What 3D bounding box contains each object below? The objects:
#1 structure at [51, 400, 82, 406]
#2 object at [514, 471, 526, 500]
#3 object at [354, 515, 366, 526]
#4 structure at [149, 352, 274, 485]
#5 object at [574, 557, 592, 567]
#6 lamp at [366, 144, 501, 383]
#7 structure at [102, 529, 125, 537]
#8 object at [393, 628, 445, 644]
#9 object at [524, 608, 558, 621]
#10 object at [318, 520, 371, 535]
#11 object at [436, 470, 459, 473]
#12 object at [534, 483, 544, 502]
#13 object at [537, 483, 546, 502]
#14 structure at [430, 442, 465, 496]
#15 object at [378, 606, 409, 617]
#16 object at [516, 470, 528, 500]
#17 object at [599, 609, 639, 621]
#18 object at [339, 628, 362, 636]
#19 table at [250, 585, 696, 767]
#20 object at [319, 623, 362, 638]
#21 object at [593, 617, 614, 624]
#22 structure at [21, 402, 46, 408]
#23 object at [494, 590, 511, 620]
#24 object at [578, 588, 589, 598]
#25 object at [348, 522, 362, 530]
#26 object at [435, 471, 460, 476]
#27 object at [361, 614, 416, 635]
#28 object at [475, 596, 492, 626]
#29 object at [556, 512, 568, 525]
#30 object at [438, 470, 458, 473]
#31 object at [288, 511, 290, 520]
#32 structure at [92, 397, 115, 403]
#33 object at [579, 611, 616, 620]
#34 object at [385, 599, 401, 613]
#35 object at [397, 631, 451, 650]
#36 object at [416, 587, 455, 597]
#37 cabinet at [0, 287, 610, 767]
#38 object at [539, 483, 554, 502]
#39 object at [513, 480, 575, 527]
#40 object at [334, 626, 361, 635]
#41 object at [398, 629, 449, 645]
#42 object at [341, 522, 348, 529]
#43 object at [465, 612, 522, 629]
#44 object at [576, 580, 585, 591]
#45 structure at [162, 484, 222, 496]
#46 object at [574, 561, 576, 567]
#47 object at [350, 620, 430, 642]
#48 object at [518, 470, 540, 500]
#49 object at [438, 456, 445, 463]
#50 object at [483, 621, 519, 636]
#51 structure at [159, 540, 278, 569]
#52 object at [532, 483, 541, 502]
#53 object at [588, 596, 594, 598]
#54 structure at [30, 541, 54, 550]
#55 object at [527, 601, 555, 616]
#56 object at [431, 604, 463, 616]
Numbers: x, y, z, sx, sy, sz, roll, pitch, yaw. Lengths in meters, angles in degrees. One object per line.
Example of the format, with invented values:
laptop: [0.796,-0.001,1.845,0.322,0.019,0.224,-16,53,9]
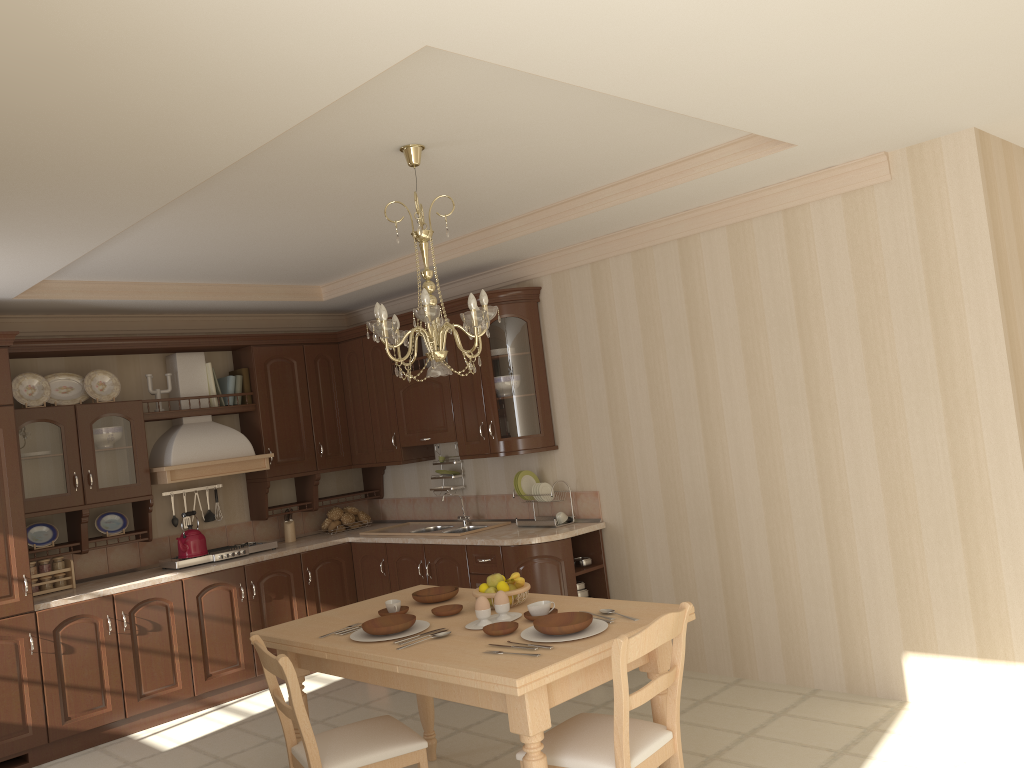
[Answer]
structure: [-2.722,0.076,5.408,0.154,0.126,0.080,-5,-3,-45]
object: [0.083,0.639,5.592,0.193,0.188,0.047,-5,-3,-44]
object: [-1.173,1.039,6.735,0.125,0.100,0.091,-9,-3,40]
structure: [-2.072,0.200,5.900,0.753,0.845,0.455,-5,-3,-45]
object: [0.422,1.067,5.317,0.084,0.045,0.120,-6,-3,-34]
lamp: [-0.337,-0.511,3.416,0.502,0.982,0.501,-8,-2,15]
structure: [-2.483,0.880,5.516,0.110,0.126,0.080,-5,-3,-45]
object: [-0.334,0.908,3.205,0.221,0.008,0.023,-5,-3,-40]
object: [0.106,0.846,3.241,0.127,0.026,0.126,-9,-3,36]
object: [-1.244,1.069,6.632,0.364,0.060,0.199,-5,-3,-45]
object: [-0.448,0.614,6.181,0.167,0.051,0.174,-5,-3,-45]
object: [0.184,0.671,5.490,0.123,0.119,0.034,-5,-3,-43]
object: [0.198,0.669,5.474,0.123,0.119,0.034,-5,-3,-45]
structure: [-0.470,0.601,6.222,0.131,0.361,0.256,-5,-3,-45]
object: [-0.482,0.933,3.617,0.126,0.026,0.127,-6,-2,-18]
object: [0.096,0.637,5.579,0.193,0.188,0.047,-5,-3,-44]
object: [0.376,0.817,3.139,0.047,0.011,0.219,-6,-3,-29]
object: [-0.574,0.947,3.446,0.218,0.008,0.022,-5,-3,-42]
table: [-0.166,1.289,3.386,0.900,0.774,1.567,-5,-3,-45]
object: [-0.668,0.961,3.463,0.028,0.004,0.218,-9,-3,35]
object: [0.289,0.829,3.135,0.023,0.008,0.221,-6,-3,-30]
structure: [-2.825,0.082,5.228,0.110,0.126,0.080,-5,-3,-45]
object: [-0.038,0.826,3.324,0.058,0.104,0.058,-8,-2,24]
object: [0.384,1.251,5.288,0.106,0.057,0.152,-6,-3,-34]
object: [-1.184,1.062,6.659,0.105,0.060,0.103,-9,-3,40]
object: [-0.448,0.620,6.179,0.167,0.051,0.174,-5,-3,-45]
object: [-0.459,0.908,3.323,0.204,0.042,0.204,-5,-3,-45]
object: [-0.107,0.832,3.267,0.058,0.104,0.058,-8,-2,24]
object: [0.307,0.819,5.436,0.073,0.072,0.085,-7,-2,9]
object: [-0.448,0.617,6.180,0.167,0.051,0.174,-5,-3,-45]
object: [-1.618,0.997,6.426,0.016,0.158,0.051,-7,-2,8]
structure: [-2.542,0.058,5.510,0.110,0.126,0.080,-5,-3,-45]
object: [0.303,0.831,3.187,0.022,0.004,0.216,-6,-3,-29]
object: [-0.481,0.916,3.611,0.063,0.055,0.119,-6,-2,-16]
object: [-0.306,0.900,3.113,0.219,0.011,0.047,-5,-3,-36]
object: [-0.327,0.910,3.826,0.168,0.034,0.168,-6,-3,-34]
cabinet: [-1.469,0.740,5.042,3.226,2.313,2.436,-5,-3,-45]
object: [0.213,0.666,5.459,0.123,0.119,0.034,-5,-3,-45]
object: [0.190,0.738,5.488,0.172,0.275,0.359,-5,-3,-44]
object: [-0.603,0.951,3.470,0.212,0.008,0.018,-5,-3,-45]
object: [-0.313,0.906,3.177,0.216,0.004,0.022,-5,-3,-39]
object: [-1.244,1.047,6.677,0.098,0.094,0.114,-8,-2,25]
object: [-0.067,0.879,3.286,0.157,0.005,0.245,-9,-3,42]
object: [0.379,1.204,5.290,0.084,0.045,0.120,-6,-3,-34]
structure: [-2.165,0.718,6.016,0.422,0.020,0.008,-5,-3,-45]
object: [0.314,1.079,5.272,0.120,0.045,0.084,-8,-3,31]
object: [-0.456,0.926,3.322,0.299,0.009,0.299,-9,-3,44]
object: [0.108,0.635,5.565,0.193,0.188,0.047,-5,-3,-44]
object: [-0.493,0.532,6.271,0.044,0.051,0.049,-8,-2,14]
object: [-0.039,0.858,3.096,0.127,0.026,0.126,-9,-3,36]
structure: [-1.898,1.107,5.804,0.710,0.054,0.325,-5,-3,-45]
object: [0.170,0.673,5.505,0.123,0.119,0.034,-5,-3,-45]
object: [0.392,1.310,5.286,0.145,0.077,0.208,-6,-3,-34]
structure: [-2.776,0.904,5.229,0.110,0.126,0.080,-5,-3,-45]
object: [0.111,0.829,3.246,0.119,0.055,0.063,-6,-3,-31]
object: [-0.256,0.901,3.515,0.127,0.026,0.126,-7,-2,10]
